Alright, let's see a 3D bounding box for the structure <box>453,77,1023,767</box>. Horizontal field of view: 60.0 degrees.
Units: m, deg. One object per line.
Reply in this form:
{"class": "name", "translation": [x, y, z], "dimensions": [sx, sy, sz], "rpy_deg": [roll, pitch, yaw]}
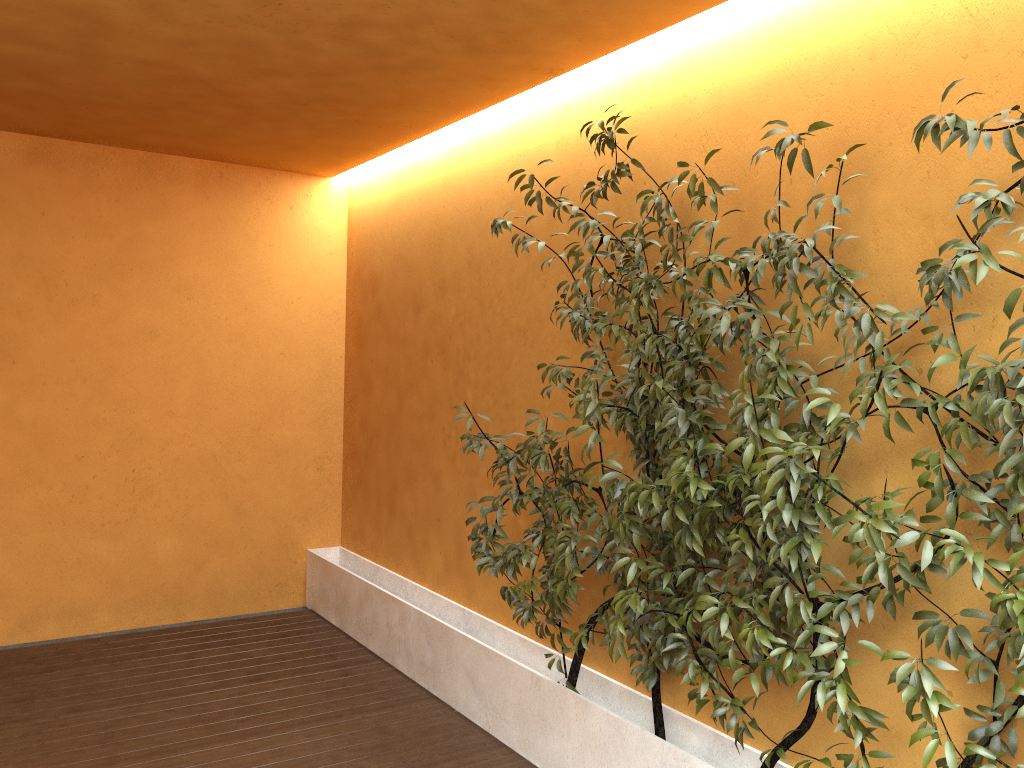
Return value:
{"class": "structure", "translation": [0.758, 0.166, 2.726], "dimensions": [0.622, 2.483, 3.166], "rpy_deg": [1, 1, -34]}
